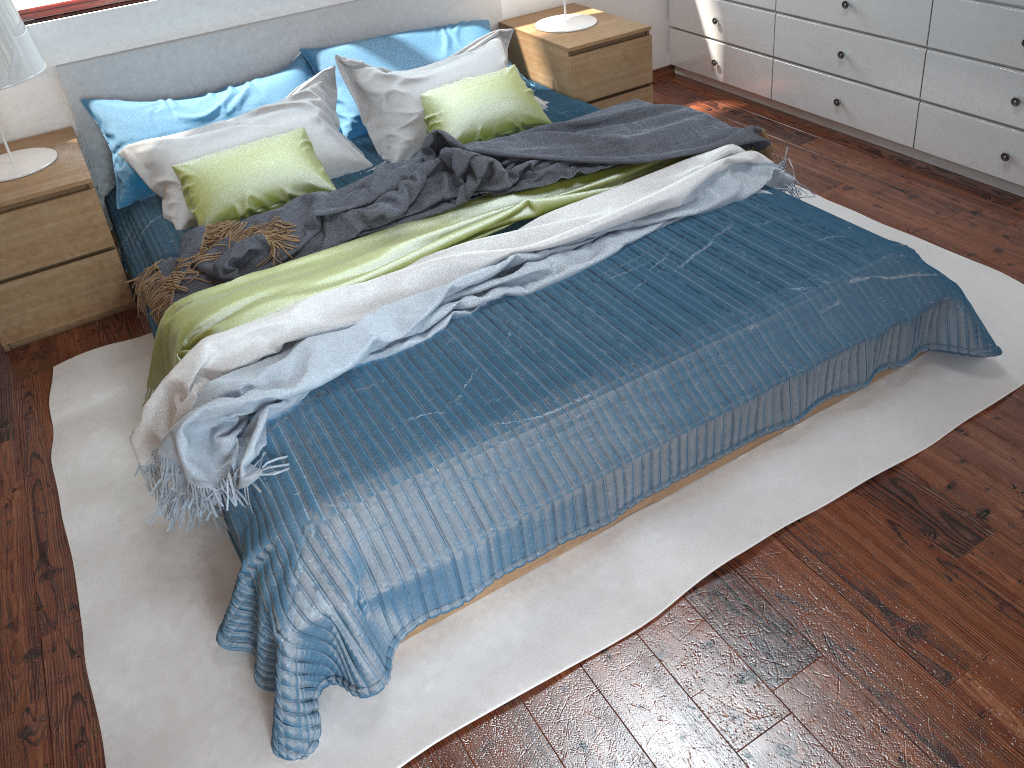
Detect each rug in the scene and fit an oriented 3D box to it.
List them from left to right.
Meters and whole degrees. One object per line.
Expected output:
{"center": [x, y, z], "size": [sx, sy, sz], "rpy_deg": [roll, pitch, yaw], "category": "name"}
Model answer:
{"center": [0.111, -0.098, 2.624], "size": [2.779, 0.045, 1.905], "rpy_deg": [-23, 39, -22], "category": "rug"}

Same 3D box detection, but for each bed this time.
{"center": [-0.176, -0.616, 2.835], "size": [2.186, 0.714, 2.730], "rpy_deg": [-21, 38, -21], "category": "bed"}

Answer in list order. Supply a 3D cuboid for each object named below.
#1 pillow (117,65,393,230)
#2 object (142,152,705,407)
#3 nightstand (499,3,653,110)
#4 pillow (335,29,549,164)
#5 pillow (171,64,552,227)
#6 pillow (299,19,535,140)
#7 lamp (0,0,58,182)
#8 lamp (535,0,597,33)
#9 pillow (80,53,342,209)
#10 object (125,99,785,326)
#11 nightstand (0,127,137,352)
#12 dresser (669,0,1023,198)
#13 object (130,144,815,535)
{"center": [-0.940, -0.855, 3.174], "size": [0.900, 0.332, 0.496], "rpy_deg": [-26, 39, -26], "category": "pillow"}
{"center": [-0.098, -0.361, 2.750], "size": [2.169, 0.414, 0.516], "rpy_deg": [-27, 39, -26], "category": "object"}
{"center": [0.294, -1.403, 4.043], "size": [0.438, 0.500, 0.645], "rpy_deg": [-21, 36, -22], "category": "nightstand"}
{"center": [-0.236, -1.192, 3.476], "size": [0.880, 0.362, 0.378], "rpy_deg": [-27, 38, -27], "category": "pillow"}
{"center": [-0.503, -0.892, 3.186], "size": [1.413, 0.203, 0.328], "rpy_deg": [-24, 38, -23], "category": "pillow"}
{"center": [-0.393, -1.348, 3.733], "size": [0.946, 0.295, 0.386], "rpy_deg": [-25, 38, -25], "category": "pillow"}
{"center": [-1.740, -0.984, 2.865], "size": [0.417, 0.544, 0.428], "rpy_deg": [-23, 36, -24], "category": "lamp"}
{"center": [0.215, -1.852, 3.784], "size": [0.420, 0.544, 0.424], "rpy_deg": [-27, 38, -29], "category": "lamp"}
{"center": [-1.138, -1.023, 3.382], "size": [0.937, 0.305, 0.366], "rpy_deg": [-25, 38, -25], "category": "pillow"}
{"center": [-0.175, -0.613, 2.869], "size": [2.153, 0.377, 0.672], "rpy_deg": [-18, 36, -16], "category": "object"}
{"center": [-1.678, -0.528, 3.116], "size": [0.438, 0.500, 0.645], "rpy_deg": [-21, 36, -22], "category": "nightstand"}
{"center": [1.822, -1.358, 3.444], "size": [0.630, 0.813, 3.301], "rpy_deg": [-20, 38, -21], "category": "dresser"}
{"center": [0.050, -0.207, 2.427], "size": [2.222, 0.348, 0.563], "rpy_deg": [-27, 39, -27], "category": "object"}
